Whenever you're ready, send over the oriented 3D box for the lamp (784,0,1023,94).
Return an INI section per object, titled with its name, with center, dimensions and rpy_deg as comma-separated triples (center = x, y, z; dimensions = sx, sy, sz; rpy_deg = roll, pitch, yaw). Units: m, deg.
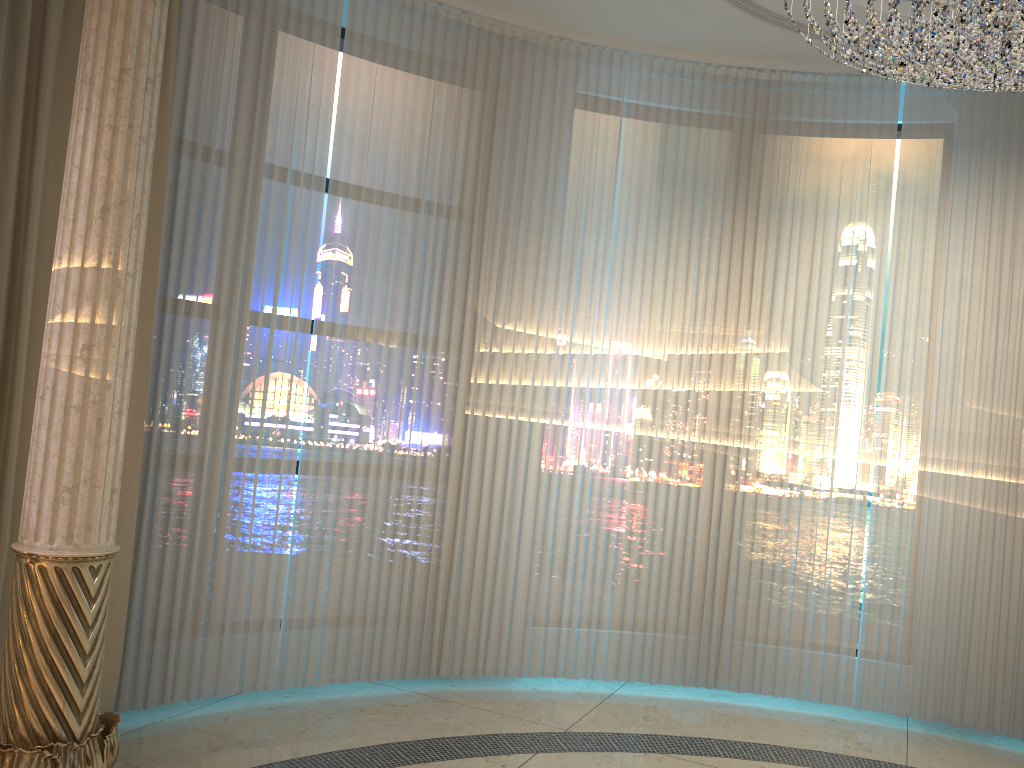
[lamp]
center = 1.775, -1.307, 2.662
dimensions = 2.109, 0.685, 2.109
rpy_deg = 6, -2, -20
